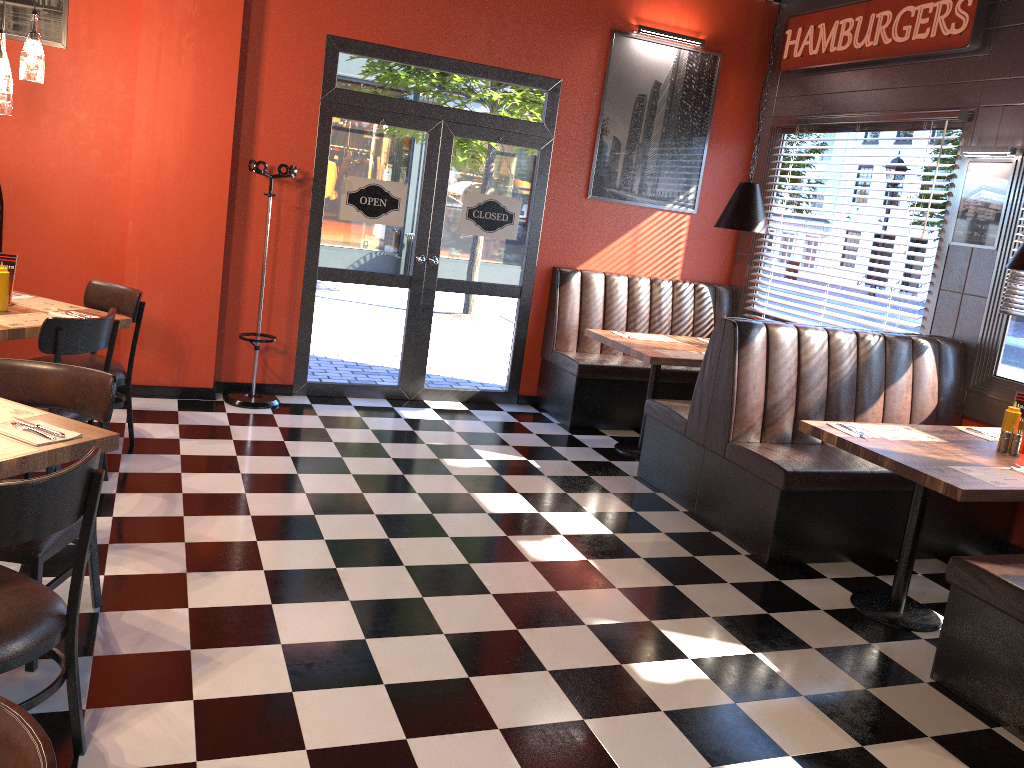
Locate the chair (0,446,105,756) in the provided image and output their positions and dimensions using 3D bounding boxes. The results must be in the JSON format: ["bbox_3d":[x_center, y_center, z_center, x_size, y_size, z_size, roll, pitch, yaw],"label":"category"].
[{"bbox_3d":[-1.385,0.574,2.260,0.546,0.861,0.488,13,11,26],"label":"chair"}]

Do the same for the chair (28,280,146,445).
[{"bbox_3d":[-2.349,-0.107,4.860,0.489,0.861,0.546,14,12,32],"label":"chair"}]

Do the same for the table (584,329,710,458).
[{"bbox_3d":[1.436,0.125,6.419,1.690,0.768,0.965,3,12,-22],"label":"table"}]

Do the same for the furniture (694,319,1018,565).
[{"bbox_3d":[2.022,0.314,4.981,1.707,1.146,0.712,3,11,-22],"label":"furniture"}]

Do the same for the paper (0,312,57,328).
[{"bbox_3d":[-2.289,-0.303,4.179,0.262,0.001,0.367,12,13,21],"label":"paper"}]

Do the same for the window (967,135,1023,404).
[{"bbox_3d":[3.311,-0.545,4.370,0.127,1.701,2.045,4,12,-22],"label":"window"}]

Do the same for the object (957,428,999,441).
[{"bbox_3d":[2.414,0.260,4.499,0.157,0.019,0.257,3,13,-23],"label":"object"}]

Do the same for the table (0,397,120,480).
[{"bbox_3d":[-1.883,0.497,2.531,0.963,0.768,0.961,12,12,22],"label":"table"}]

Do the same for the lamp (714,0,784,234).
[{"bbox_3d":[1.743,-2.067,6.049,0.383,2.029,0.383,12,11,26],"label":"lamp"}]

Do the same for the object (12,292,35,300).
[{"bbox_3d":[-2.665,-0.465,4.661,0.158,0.019,0.256,11,12,16],"label":"object"}]

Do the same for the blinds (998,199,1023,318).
[{"bbox_3d":[3.278,-0.773,4.289,0.100,1.197,1.885,4,12,-22],"label":"blinds"}]

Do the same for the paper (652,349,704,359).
[{"bbox_3d":[1.148,-0.195,5.873,0.365,0.001,0.263,2,13,-25],"label":"paper"}]

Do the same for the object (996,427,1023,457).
[{"bbox_3d":[2.336,0.264,4.147,0.094,0.135,0.047,16,12,37],"label":"object"}]

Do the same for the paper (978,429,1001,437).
[{"bbox_3d":[2.641,0.277,4.605,0.365,0.001,0.263,2,13,-24],"label":"paper"}]

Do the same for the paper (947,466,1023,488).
[{"bbox_3d":[2.056,0.389,3.700,0.365,0.001,0.263,3,13,-21],"label":"paper"}]

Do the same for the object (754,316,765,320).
[{"bbox_3d":[1.738,-0.350,6.366,0.072,0.255,0.190,6,11,-13],"label":"object"}]

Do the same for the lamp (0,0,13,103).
[{"bbox_3d":[-2.274,-2.281,3.994,0.109,1.951,0.109,11,10,19],"label":"lamp"}]

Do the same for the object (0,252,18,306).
[{"bbox_3d":[-2.595,-0.531,4.437,0.188,0.255,0.073,5,10,-12],"label":"object"}]

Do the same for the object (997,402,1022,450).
[{"bbox_3d":[2.379,0.199,4.231,0.068,0.236,0.068,0,12,-39],"label":"object"}]

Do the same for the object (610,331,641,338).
[{"bbox_3d":[0.831,-0.357,6.396,0.157,0.019,0.257,3,13,-22],"label":"object"}]

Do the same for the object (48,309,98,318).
[{"bbox_3d":[-2.192,-0.348,4.409,0.256,0.019,0.158,13,13,22],"label":"object"}]

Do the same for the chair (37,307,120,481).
[{"bbox_3d":[-2.185,0.062,4.165,0.545,0.861,0.489,9,10,9],"label":"chair"}]

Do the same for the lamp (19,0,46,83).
[{"bbox_3d":[-2.147,-2.389,4.043,0.108,1.951,0.109,9,10,9],"label":"lamp"}]

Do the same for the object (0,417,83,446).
[{"bbox_3d":[-1.423,0.133,2.631,0.256,0.019,0.158,13,13,25],"label":"object"}]

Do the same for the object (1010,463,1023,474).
[{"bbox_3d":[2.263,0.384,3.815,0.157,0.019,0.257,2,13,-26],"label":"object"}]

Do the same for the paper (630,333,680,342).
[{"bbox_3d":[1.018,-0.342,6.486,0.365,0.001,0.263,3,13,-22],"label":"paper"}]

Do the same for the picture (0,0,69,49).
[{"bbox_3d":[-3.551,-2.599,5.148,1.768,0.933,0.023,3,11,-22],"label":"picture"}]

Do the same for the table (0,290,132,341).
[{"bbox_3d":[-2.634,0.006,4.369,0.963,0.768,0.961,12,12,22],"label":"table"}]

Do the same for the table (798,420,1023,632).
[{"bbox_3d":[2.295,0.705,4.231,1.690,0.768,0.965,3,12,-22],"label":"table"}]

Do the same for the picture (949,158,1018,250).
[{"bbox_3d":[2.859,-1.099,5.391,0.012,0.533,0.354,4,11,-22],"label":"picture"}]

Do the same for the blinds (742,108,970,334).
[{"bbox_3d":[2.391,-1.143,6.507,0.099,1.623,1.885,4,11,-22],"label":"blinds"}]

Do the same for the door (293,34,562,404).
[{"bbox_3d":[-0.616,-1.122,6.648,1.798,2.554,0.129,4,10,-22],"label":"door"}]

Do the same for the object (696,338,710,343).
[{"bbox_3d":[1.520,-0.320,6.664,0.157,0.019,0.257,2,13,-27],"label":"object"}]

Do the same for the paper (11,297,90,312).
[{"bbox_3d":[-2.439,-0.415,4.610,0.366,0.001,0.262,12,13,21],"label":"paper"}]

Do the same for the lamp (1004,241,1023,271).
[{"bbox_3d":[2.597,-1.491,3.876,0.382,2.029,0.384,0,13,-41],"label":"lamp"}]

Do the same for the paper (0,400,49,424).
[{"bbox_3d":[-1.692,0.077,2.766,0.366,0.001,0.262,12,13,20],"label":"paper"}]

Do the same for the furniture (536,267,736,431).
[{"bbox_3d":[1.166,-0.263,7.159,1.707,1.146,0.712,3,11,-22],"label":"furniture"}]

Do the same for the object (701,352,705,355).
[{"bbox_3d":[1.376,-0.195,5.979,0.157,0.019,0.257,3,13,-24],"label":"object"}]

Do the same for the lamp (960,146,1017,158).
[{"bbox_3d":[2.868,-1.395,5.329,0.081,0.056,0.337,3,13,-22],"label":"lamp"}]

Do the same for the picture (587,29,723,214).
[{"bbox_3d":[1.157,-2.083,7.135,1.022,1.292,0.016,3,10,-22],"label":"picture"}]

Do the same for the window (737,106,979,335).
[{"bbox_3d":[2.455,-1.122,6.548,0.127,1.701,2.045,4,12,-22],"label":"window"}]

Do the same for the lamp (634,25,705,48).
[{"bbox_3d":[1.244,-2.741,6.988,0.610,0.056,0.082,3,12,-22],"label":"lamp"}]

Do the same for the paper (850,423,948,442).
[{"bbox_3d":[1.880,0.236,4.310,0.365,0.001,0.263,3,13,-20],"label":"paper"}]

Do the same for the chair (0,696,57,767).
[{"bbox_3d":[-0.886,0.891,1.081,0.488,0.861,0.547,12,11,22],"label":"chair"}]

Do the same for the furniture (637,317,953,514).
[{"bbox_3d":[1.769,0.144,5.624,1.707,1.146,0.712,3,11,-22],"label":"furniture"}]

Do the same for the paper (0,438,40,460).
[{"bbox_3d":[-1.514,0.186,2.366,0.262,0.001,0.367,12,13,21],"label":"paper"}]

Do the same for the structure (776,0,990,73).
[{"bbox_3d":[4.215,-1.362,1.992,0.119,0.435,11.362,4,12,-22],"label":"structure"}]

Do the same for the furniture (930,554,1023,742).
[{"bbox_3d":[2.625,0.721,3.446,1.707,1.146,0.712,3,11,-22],"label":"furniture"}]

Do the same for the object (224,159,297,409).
[{"bbox_3d":[-1.707,-0.678,6.059,0.374,1.646,0.377,8,10,0],"label":"object"}]

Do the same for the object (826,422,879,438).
[{"bbox_3d":[1.620,0.219,4.180,0.157,0.019,0.257,4,12,-17],"label":"object"}]

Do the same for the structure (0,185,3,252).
[{"bbox_3d":[-3.727,-0.820,5.177,1.293,1.755,0.504,4,11,-22],"label":"structure"}]

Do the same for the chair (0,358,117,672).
[{"bbox_3d":[-1.648,0.393,2.946,0.486,0.861,0.548,8,10,0],"label":"chair"}]

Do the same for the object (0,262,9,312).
[{"bbox_3d":[-2.474,-0.473,4.289,0.068,0.236,0.068,3,11,-25],"label":"object"}]

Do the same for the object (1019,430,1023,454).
[{"bbox_3d":[2.467,0.217,4.201,0.068,0.236,0.068,0,12,-39],"label":"object"}]

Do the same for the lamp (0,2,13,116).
[{"bbox_3d":[-2.339,-2.254,4.110,0.108,1.951,0.109,0,12,-40],"label":"lamp"}]

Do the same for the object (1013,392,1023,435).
[{"bbox_3d":[2.550,0.187,4.352,0.189,0.255,0.072,16,12,37],"label":"object"}]
